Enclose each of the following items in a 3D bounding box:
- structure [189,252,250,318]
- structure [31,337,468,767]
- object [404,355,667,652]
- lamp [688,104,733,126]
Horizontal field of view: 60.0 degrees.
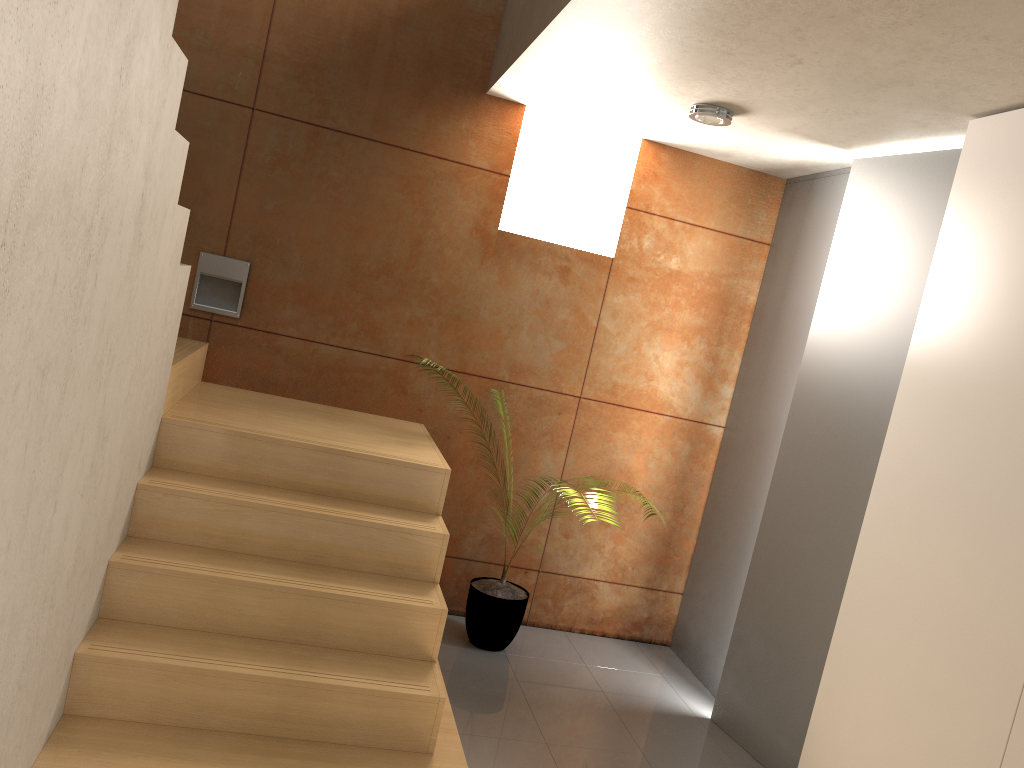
[{"bbox_3d":[-1.337,-0.455,4.077,0.220,0.260,0.096,12,5,-13],"label":"structure"},{"bbox_3d":[-1.106,0.540,2.990,1.950,1.110,2.400,12,5,-13],"label":"structure"},{"bbox_3d":[0.120,0.940,1.547,4.200,1.455,6.200,12,5,-13],"label":"object"},{"bbox_3d":[0.804,-1.088,3.583,0.173,0.044,0.173,12,5,-8],"label":"lamp"}]
